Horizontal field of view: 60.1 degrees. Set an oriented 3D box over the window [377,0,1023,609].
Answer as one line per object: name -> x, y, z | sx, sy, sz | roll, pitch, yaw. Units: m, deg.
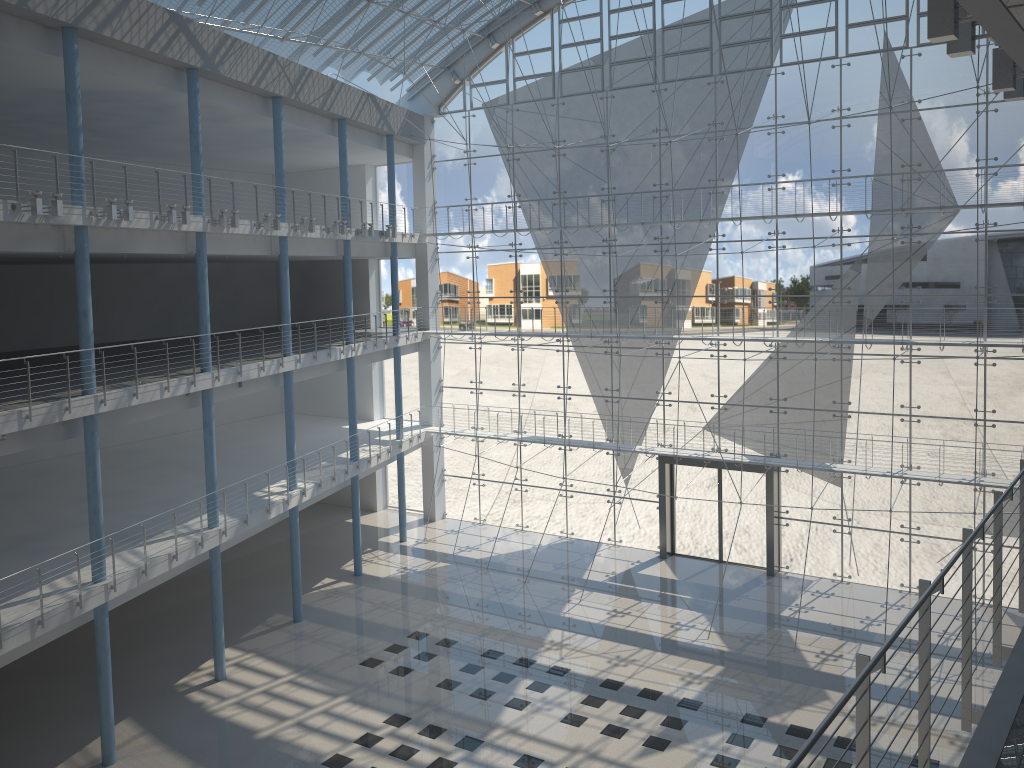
window -> 0.875, -0.564, 3.993 | 3.852, 2.760, 0.010 | 2, 5, 32
